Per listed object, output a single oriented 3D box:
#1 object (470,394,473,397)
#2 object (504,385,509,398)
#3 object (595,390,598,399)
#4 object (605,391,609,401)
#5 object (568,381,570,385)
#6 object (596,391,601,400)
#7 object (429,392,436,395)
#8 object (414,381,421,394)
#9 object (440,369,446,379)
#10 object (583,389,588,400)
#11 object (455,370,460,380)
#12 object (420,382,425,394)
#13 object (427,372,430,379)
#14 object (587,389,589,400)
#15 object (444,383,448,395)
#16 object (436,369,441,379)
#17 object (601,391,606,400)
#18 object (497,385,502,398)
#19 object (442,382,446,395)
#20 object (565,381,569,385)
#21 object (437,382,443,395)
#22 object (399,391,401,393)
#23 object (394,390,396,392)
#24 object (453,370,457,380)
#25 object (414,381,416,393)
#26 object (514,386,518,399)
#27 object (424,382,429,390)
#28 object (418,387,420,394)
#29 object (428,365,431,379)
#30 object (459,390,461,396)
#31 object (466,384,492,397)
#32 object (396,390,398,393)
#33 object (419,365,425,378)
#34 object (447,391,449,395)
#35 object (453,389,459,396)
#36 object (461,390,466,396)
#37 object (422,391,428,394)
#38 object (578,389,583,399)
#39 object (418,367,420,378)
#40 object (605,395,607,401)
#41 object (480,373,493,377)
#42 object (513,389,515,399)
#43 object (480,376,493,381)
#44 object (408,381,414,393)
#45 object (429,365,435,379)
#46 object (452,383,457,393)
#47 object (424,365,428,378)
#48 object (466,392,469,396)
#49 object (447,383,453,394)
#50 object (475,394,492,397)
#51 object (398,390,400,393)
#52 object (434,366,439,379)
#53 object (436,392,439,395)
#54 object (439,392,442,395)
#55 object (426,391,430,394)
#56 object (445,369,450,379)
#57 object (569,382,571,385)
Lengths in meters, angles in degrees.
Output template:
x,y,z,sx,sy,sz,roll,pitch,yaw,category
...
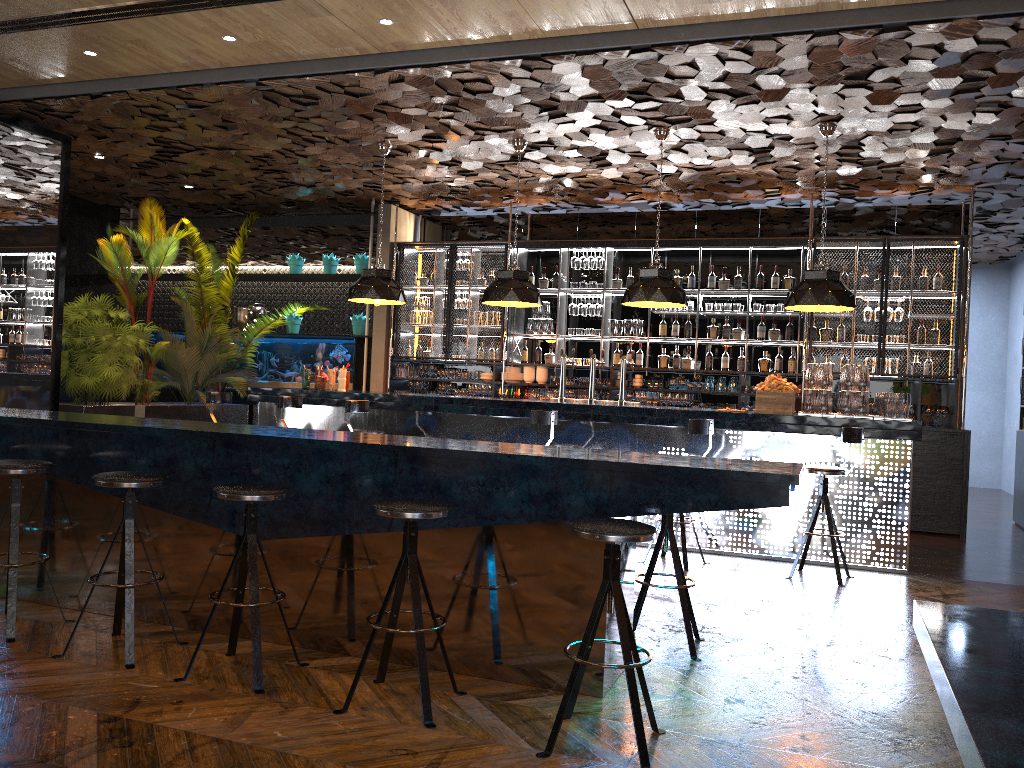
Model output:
x,y,z,sx,sy,sz,roll,pitch,yaw,category
-0.542,0.152,11.423,0.074,0.146,0.065,3,0,42,object
-0.071,0.132,11.083,0.073,0.229,0.073,3,0,9,object
0.980,0.186,10.639,0.092,0.218,0.092,3,0,-20,object
1.142,0.193,10.598,0.071,0.217,0.071,3,0,28,object
0.679,-0.013,10.818,0.049,0.048,0.044,3,0,-38,object
1.032,0.188,10.735,0.092,0.218,0.092,3,0,-20,object
-1.013,0.152,11.323,0.093,0.101,0.093,3,0,-18,object
-1.217,0.080,11.399,0.091,0.227,0.091,3,0,43,object
-0.876,-0.127,11.285,0.081,0.132,0.081,3,0,-8,object
0.877,0.176,10.643,0.071,0.226,0.071,3,0,-8,object
-0.710,-0.117,11.398,0.074,0.131,0.074,3,0,33,object
-1.180,0.082,11.496,0.091,0.227,0.091,3,0,-17,object
-1.079,-0.154,11.592,0.087,0.170,0.087,3,0,-20,object
0.904,0.178,10.719,0.071,0.226,0.071,3,0,-8,object
-0.860,0.096,11.438,0.077,0.229,0.088,3,0,35,object
-0.937,-0.129,11.362,0.081,0.132,0.081,3,0,-8,object
1.096,0.191,10.656,0.071,0.217,0.071,3,0,28,object
-0.152,0.128,11.037,0.073,0.229,0.073,3,0,9,object
-0.884,0.094,11.360,0.088,0.229,0.077,3,0,-21,object
0.661,-0.014,10.764,0.044,0.048,0.049,3,0,-28,object
-0.916,0.093,11.274,0.088,0.229,0.077,3,0,33,object
-1.452,0.135,11.497,0.031,0.098,0.031,3,0,-32,object
-1.524,0.132,11.534,0.028,0.097,0.028,3,0,10,object
-0.739,-0.119,11.316,0.074,0.131,0.074,3,0,33,object
-1.266,0.078,11.534,0.091,0.227,0.091,3,0,-31,object
0.058,0.138,11.056,0.073,0.229,0.073,3,0,9,object
-1.137,0.084,11.605,0.091,0.227,0.091,3,0,-17,object
-1.228,0.080,11.663,0.091,0.227,0.091,3,0,23,object
-1.048,-0.153,11.414,0.087,0.170,0.087,3,0,-20,object
-0.674,0.146,11.353,0.065,0.146,0.074,3,0,32,object
-0.385,0.119,11.190,0.376,0.227,0.186,3,0,18,object
-1.496,0.133,11.494,0.033,0.101,0.033,3,0,44,object
-1.159,-0.158,11.369,0.087,0.170,0.087,3,0,-20,object
-0.828,0.097,11.525,0.077,0.229,0.088,3,0,-6,object
-0.707,0.144,11.255,0.074,0.146,0.065,3,0,-4,object
-0.615,0.148,11.227,0.074,0.146,0.065,3,0,14,object
-1.116,0.147,11.359,0.093,0.101,0.093,3,0,-12,object
0.821,0.174,10.705,0.071,0.226,0.071,3,0,-8,object
-1.240,-0.153,11.726,0.051,0.152,0.058,3,0,-19,object
1.152,0.194,10.724,0.071,0.217,0.071,3,0,28,object
-0.291,-0.105,11.133,0.209,0.060,0.211,3,0,-26,object
0.029,0.136,11.136,0.073,0.229,0.073,3,0,9,object
-0.294,-0.064,11.134,0.211,0.060,0.209,3,0,-21,object
-1.305,0.076,11.433,0.091,0.227,0.091,3,0,-18,object
-1.021,-0.152,11.308,0.087,0.170,0.087,3,0,-20,object
-0.746,0.101,11.436,0.088,0.229,0.077,3,0,21,object
-1.119,-0.156,11.480,0.087,0.170,0.087,3,0,-20,object
-0.580,0.150,11.328,0.065,0.146,0.074,3,0,43,object
-0.791,0.099,11.322,0.088,0.229,0.077,3,0,19,object
-0.319,0.122,11.374,0.376,0.227,0.186,3,0,18,object
-1.479,0.134,11.535,0.033,0.101,0.033,3,0,0,object
-0.999,-0.151,11.551,0.087,0.170,0.087,3,0,-20,object
-0.984,0.153,11.425,0.093,0.101,0.093,3,0,41,object
-0.945,0.155,11.518,0.093,0.101,0.093,3,0,35,object
-1.080,0.149,11.458,0.093,0.101,0.093,3,0,-19,object
-0.839,-0.125,11.399,0.081,0.132,0.081,3,0,-8,object
0.703,-0.012,10.862,0.049,0.048,0.044,3,0,7,object
